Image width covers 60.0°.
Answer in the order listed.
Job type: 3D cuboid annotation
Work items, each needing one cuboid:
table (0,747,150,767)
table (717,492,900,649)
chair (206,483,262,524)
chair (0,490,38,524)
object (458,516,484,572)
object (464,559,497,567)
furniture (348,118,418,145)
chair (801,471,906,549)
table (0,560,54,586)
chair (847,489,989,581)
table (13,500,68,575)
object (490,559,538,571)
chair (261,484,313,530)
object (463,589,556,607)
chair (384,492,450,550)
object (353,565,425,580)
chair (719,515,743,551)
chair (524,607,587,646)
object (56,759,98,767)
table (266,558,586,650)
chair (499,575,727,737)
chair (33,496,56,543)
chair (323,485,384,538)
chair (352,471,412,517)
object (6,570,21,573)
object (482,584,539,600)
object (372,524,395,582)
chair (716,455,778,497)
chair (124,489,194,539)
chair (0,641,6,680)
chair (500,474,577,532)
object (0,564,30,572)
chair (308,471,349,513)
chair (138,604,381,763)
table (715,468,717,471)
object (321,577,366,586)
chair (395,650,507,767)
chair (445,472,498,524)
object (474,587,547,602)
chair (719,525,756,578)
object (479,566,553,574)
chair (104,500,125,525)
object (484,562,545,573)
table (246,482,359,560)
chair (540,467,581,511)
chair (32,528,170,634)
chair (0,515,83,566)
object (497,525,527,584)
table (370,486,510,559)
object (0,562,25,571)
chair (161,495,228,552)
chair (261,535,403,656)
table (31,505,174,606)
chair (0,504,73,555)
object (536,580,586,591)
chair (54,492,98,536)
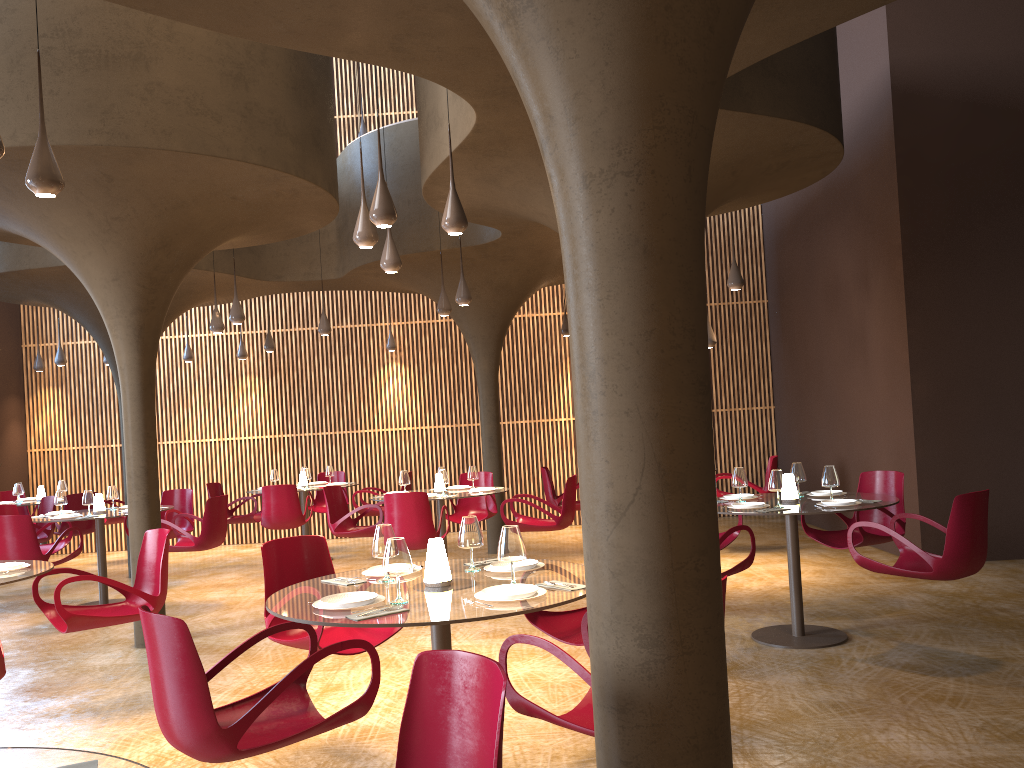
[{"bbox_3d":[-1.418,1.511,1.548,1.671,1.130,1.674,-2,-2,-30],"label":"table"},{"bbox_3d":[2.352,1.544,7.380,1.671,1.130,1.674,-2,-2,-31],"label":"table"},{"bbox_3d":[-4.173,1.798,13.447,0.873,0.636,0.625,-4,-2,6],"label":"chair"},{"bbox_3d":[-8.142,2.079,14.555,0.624,0.635,0.873,-2,-3,-44],"label":"chair"},{"bbox_3d":[-0.224,0.871,4.835,0.142,0.295,0.142,-4,-1,33],"label":"object"},{"bbox_3d":[-0.138,1.020,5.059,0.262,0.017,0.126,-2,-3,-34],"label":"object"},{"bbox_3d":[-1.547,-2.867,12.176,2.534,1.047,0.900,-5,-3,42],"label":"furniture"},{"bbox_3d":[3.139,1.134,8.007,0.872,0.635,0.626,-2,-2,-32],"label":"chair"},{"bbox_3d":[-3.852,1.833,5.688,1.671,1.130,1.674,-2,-2,-36],"label":"table"},{"bbox_3d":[2.971,1.074,6.376,0.624,0.635,0.873,-2,-2,-37],"label":"chair"},{"bbox_3d":[-7.342,2.393,13.888,1.674,1.130,1.671,-5,-3,43],"label":"table"},{"bbox_3d":[0.013,0.983,4.798,0.263,0.029,0.263,-3,-2,-1],"label":"object"},{"bbox_3d":[-3.144,1.688,12.282,0.625,0.635,0.873,-3,-2,-4],"label":"chair"},{"bbox_3d":[-0.010,0.962,4.042,0.410,0.012,0.204,-1,-3,-43],"label":"object"},{"bbox_3d":[-1.046,1.444,9.494,0.625,0.635,0.873,-4,-2,6],"label":"chair"},{"bbox_3d":[-0.659,1.037,4.900,0.204,0.012,0.410,-6,-3,42],"label":"object"},{"bbox_3d":[1.613,1.236,8.297,0.624,0.635,0.873,-2,-2,-42],"label":"chair"},{"bbox_3d":[0.558,1.167,5.275,0.872,0.635,0.625,-1,-3,-44],"label":"chair"},{"bbox_3d":[-1.136,0.951,2.125,0.262,0.017,0.126,-2,-3,-26],"label":"object"},{"bbox_3d":[-0.338,1.573,4.444,1.671,1.130,1.674,-2,-3,-38],"label":"table"},{"bbox_3d":[0.465,1.101,3.638,0.873,0.635,0.625,-5,-2,41],"label":"chair"},{"bbox_3d":[-6.675,1.886,12.086,0.625,0.635,0.872,-5,-2,41],"label":"chair"},{"bbox_3d":[-1.857,1.549,10.821,0.873,0.636,0.625,-4,-2,16],"label":"chair"},{"bbox_3d":[-1.922,1.664,13.375,0.872,0.636,0.625,-3,-2,1],"label":"chair"},{"bbox_3d":[-3.425,1.245,5.963,0.204,0.012,0.411,-1,-3,-45],"label":"object"},{"bbox_3d":[-0.007,0.951,4.046,0.263,0.029,0.263,-4,-3,22],"label":"object"},{"bbox_3d":[-0.667,0.889,4.666,0.142,0.295,0.142,-3,-1,-33],"label":"object"},{"bbox_3d":[3.144,1.304,11.924,0.873,0.636,0.625,-4,-2,11],"label":"chair"},{"bbox_3d":[-4.641,1.756,11.829,0.625,0.635,0.873,-4,-2,11],"label":"chair"},{"bbox_3d":[-3.098,1.357,4.736,0.624,0.635,0.873,-2,-2,-41],"label":"chair"},{"bbox_3d":[0.347,1.400,10.358,0.873,0.636,0.625,-4,-2,11],"label":"chair"},{"bbox_3d":[-3.429,1.244,5.966,0.332,0.014,0.332,-4,-3,24],"label":"object"},{"bbox_3d":[-3.043,1.784,14.635,0.625,0.635,0.873,-3,-2,1],"label":"chair"},{"bbox_3d":[-1.087,1.196,3.732,0.872,0.635,0.626,-2,-2,-39],"label":"chair"},{"bbox_3d":[2.015,1.774,12.243,1.673,1.130,1.672,-4,-2,21],"label":"table"},{"bbox_3d":[-0.893,1.048,4.703,0.126,0.017,0.262,-1,-3,-43],"label":"object"},{"bbox_3d":[-0.416,1.092,2.243,0.872,0.635,0.626,-2,-2,-36],"label":"chair"},{"bbox_3d":[-0.538,1.514,11.794,0.625,0.635,0.873,-4,-2,11],"label":"chair"},{"bbox_3d":[-0.007,0.961,4.046,0.332,0.014,0.332,-5,-3,25],"label":"object"},{"bbox_3d":[1.314,1.184,6.684,0.872,0.635,0.626,-2,-2,-37],"label":"chair"},{"bbox_3d":[0.017,0.993,4.794,0.204,0.012,0.411,-1,-3,-38],"label":"object"},{"bbox_3d":[-6.515,1.991,14.737,0.625,0.635,0.872,-5,-2,41],"label":"chair"},{"bbox_3d":[0.013,0.992,4.797,0.332,0.014,0.332,-4,-2,5],"label":"object"},{"bbox_3d":[-3.131,2.127,13.435,1.672,1.130,1.673,-4,-2,10],"label":"table"},{"bbox_3d":[0.853,1.461,12.451,0.873,0.636,0.625,-4,-2,6],"label":"chair"},{"bbox_3d":[-2.917,1.420,6.414,0.872,0.635,0.625,-2,-2,-41],"label":"chair"},{"bbox_3d":[-5.149,1.685,9.529,0.625,0.635,0.873,-4,-2,6],"label":"chair"},{"bbox_3d":[0.000,0.833,4.281,0.142,0.295,0.142,-4,-1,27],"label":"object"},{"bbox_3d":[-0.831,1.871,10.632,1.673,1.130,1.672,-4,-2,20],"label":"table"},{"bbox_3d":[-3.429,1.235,5.966,0.263,0.029,0.263,-1,-3,-43],"label":"object"},{"bbox_3d":[-3.756,1.641,10.393,0.873,0.636,0.625,-4,-2,11],"label":"chair"},{"bbox_3d":[-1.125,1.269,5.371,0.624,0.635,0.873,-2,-3,-44],"label":"chair"},{"bbox_3d":[-4.934,2.112,10.667,1.673,1.130,1.672,-4,-2,20],"label":"table"},{"bbox_3d":[-5.960,1.790,10.856,0.873,0.636,0.625,-4,-2,16],"label":"chair"},{"bbox_3d":[0.240,0.961,4.221,0.126,0.017,0.262,-1,-3,-39],"label":"object"},{"bbox_3d":[-6.465,1.915,13.050,0.873,0.635,0.625,-5,-2,41],"label":"chair"}]
